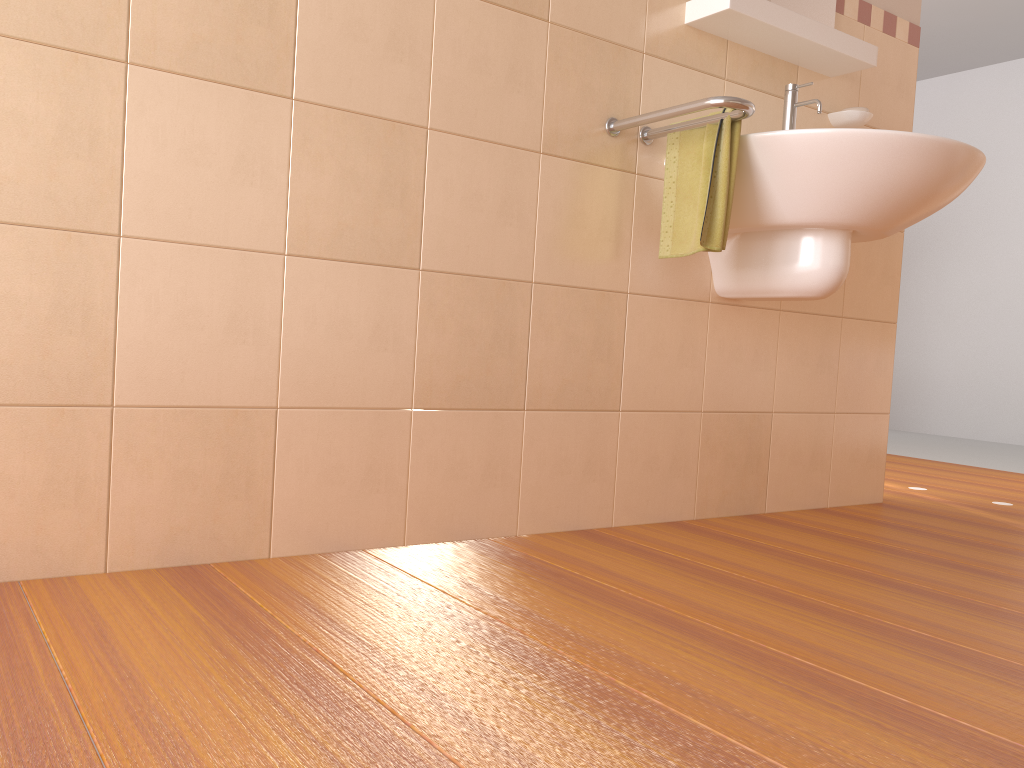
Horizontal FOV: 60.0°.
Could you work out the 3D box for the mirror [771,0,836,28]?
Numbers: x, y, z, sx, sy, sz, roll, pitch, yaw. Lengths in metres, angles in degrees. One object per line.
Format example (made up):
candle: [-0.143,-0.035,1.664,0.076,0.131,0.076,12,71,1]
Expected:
mirror: [0.658,-1.276,2.169,0.502,0.799,0.008,2,3,-35]

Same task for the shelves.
shelves: [0.661,-0.841,2.145,0.554,0.050,0.138,2,3,-35]

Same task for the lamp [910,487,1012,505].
lamp: [0.400,0.352,1.660,3.173,0.001,2.893,2,3,-35]

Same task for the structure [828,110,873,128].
structure: [0.908,-0.699,2.357,0.117,0.029,0.092,2,3,-35]

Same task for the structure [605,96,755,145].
structure: [0.354,-0.549,1.834,0.142,0.042,0.333,2,3,-35]

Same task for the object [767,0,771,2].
object: [0.569,-0.943,2.063,0.063,0.149,0.073,2,3,-35]

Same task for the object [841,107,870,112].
object: [0.910,-0.721,2.358,0.075,0.023,0.050,4,3,20]

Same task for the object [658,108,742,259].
object: [0.396,-0.419,1.869,0.085,0.306,0.181,3,3,-19]

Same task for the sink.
sink: [0.752,-0.446,1.999,0.683,0.516,0.539,2,3,-35]
